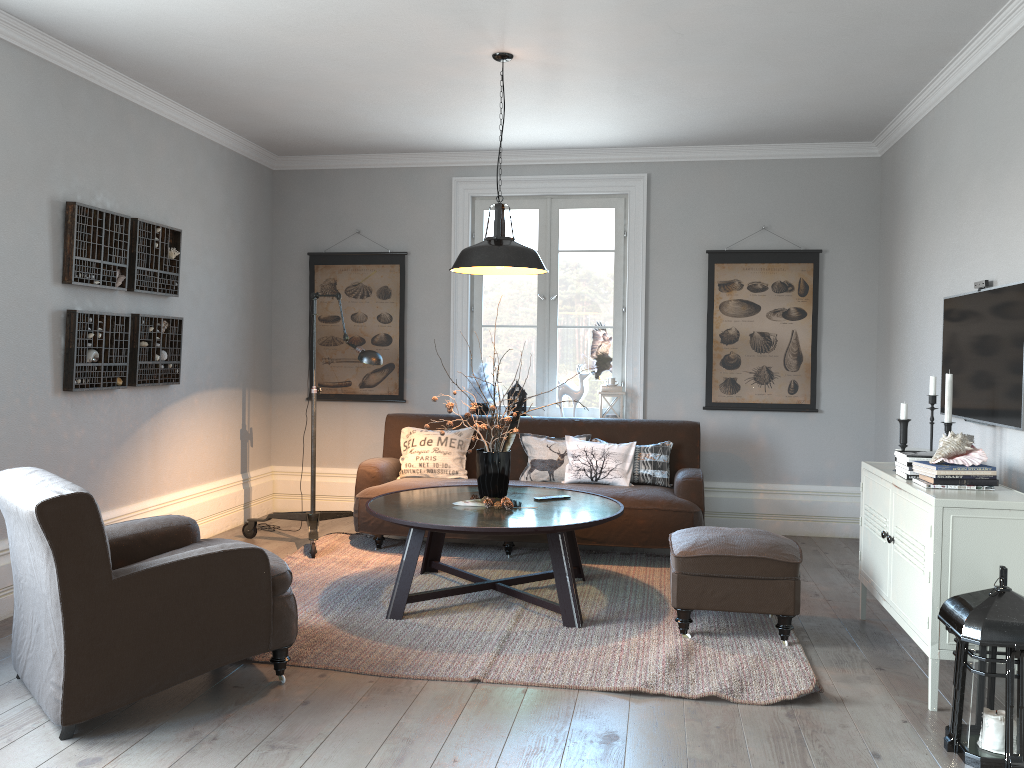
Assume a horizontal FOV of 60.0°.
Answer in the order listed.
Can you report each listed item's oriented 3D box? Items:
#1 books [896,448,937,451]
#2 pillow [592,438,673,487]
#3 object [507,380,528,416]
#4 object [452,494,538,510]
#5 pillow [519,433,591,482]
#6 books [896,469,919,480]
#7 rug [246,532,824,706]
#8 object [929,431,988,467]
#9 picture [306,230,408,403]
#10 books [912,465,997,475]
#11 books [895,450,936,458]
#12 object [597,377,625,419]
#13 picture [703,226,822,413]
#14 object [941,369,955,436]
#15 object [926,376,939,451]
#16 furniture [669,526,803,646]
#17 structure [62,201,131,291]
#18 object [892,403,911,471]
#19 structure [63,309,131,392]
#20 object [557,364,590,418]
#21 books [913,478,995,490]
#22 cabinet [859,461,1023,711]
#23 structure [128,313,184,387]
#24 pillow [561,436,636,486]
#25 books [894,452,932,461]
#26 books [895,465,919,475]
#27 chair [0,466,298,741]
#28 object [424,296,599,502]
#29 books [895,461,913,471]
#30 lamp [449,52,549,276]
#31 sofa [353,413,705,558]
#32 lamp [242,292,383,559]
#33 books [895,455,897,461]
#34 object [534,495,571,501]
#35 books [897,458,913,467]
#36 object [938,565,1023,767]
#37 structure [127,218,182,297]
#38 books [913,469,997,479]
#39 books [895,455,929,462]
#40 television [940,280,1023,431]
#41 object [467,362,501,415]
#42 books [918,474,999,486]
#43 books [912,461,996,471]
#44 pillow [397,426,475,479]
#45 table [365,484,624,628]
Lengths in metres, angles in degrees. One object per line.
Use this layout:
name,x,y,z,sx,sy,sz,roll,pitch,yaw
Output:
books,1.906,0.318,4.089,0.161,0.024,0.199,-1,2,-36
pillow,0.767,0.504,5.709,0.542,0.288,0.183,1,2,11
object,0.036,0.115,6.518,0.155,0.284,0.155,1,2,-1
object,-0.085,0.582,4.408,0.404,0.067,0.153,2,2,27
pillow,0.274,0.492,5.754,0.472,0.347,0.159,1,2,7
books,1.763,0.380,3.691,0.271,0.022,0.200,1,2,11
rug,-0.057,1.049,4.543,2.819,0.090,2.400,1,2,10
object,1.726,0.249,3.462,0.194,0.127,0.192,1,2,3
picture,-1.182,-0.521,6.756,0.793,1.313,0.057,1,1,9
books,1.718,0.334,3.453,0.235,0.017,0.184,1,2,-3
books,1.758,0.295,3.694,0.263,0.008,0.212,1,2,11
object,0.712,0.110,6.383,0.193,0.322,0.193,1,2,3
picture,1.764,-0.464,6.263,0.793,1.313,0.057,1,1,9
object,1.899,0.163,3.860,0.066,0.457,0.066,0,2,-23
object,1.805,0.175,3.812,0.092,0.431,0.092,0,2,-31
furniture,1.011,0.900,4.066,0.583,0.439,0.574,1,2,10
structure,-2.201,-0.718,4.694,0.099,0.416,0.468,1,2,9
object,1.726,0.232,3.911,0.083,0.311,0.083,0,2,-13
structure,-2.194,-0.176,4.712,0.086,0.416,0.468,1,2,9
object,0.440,0.062,6.369,0.239,0.410,0.128,1,2,6
books,1.721,0.391,3.468,0.243,0.014,0.196,1,2,9
cabinet,1.753,0.769,3.671,0.408,0.757,1.152,1,2,10
structure,-2.103,-0.199,5.254,0.086,0.416,0.468,1,2,9
pillow,0.550,0.491,5.631,0.471,0.309,0.188,1,2,10
books,1.754,0.304,3.687,0.260,0.010,0.196,1,2,8
books,1.754,0.361,3.685,0.253,0.016,0.200,1,2,7
chair,-1.346,0.718,3.331,0.970,0.795,0.807,-1,2,-39
object,0.015,0.079,4.406,0.853,1.066,0.525,0,2,-20
books,1.764,0.345,3.692,0.271,0.016,0.222,1,2,9
lamp,-0.058,-1.105,4.456,0.504,1.075,0.504,0,2,-33
sofa,0.123,0.647,5.714,2.165,0.824,0.969,1,2,9
lamp,-1.336,0.217,5.984,0.797,1.644,1.864,-1,2,-43
books,1.906,0.355,4.064,0.218,0.049,0.276,1,2,9
object,0.213,0.600,4.677,0.207,0.011,0.051,0,2,-30
books,1.754,0.327,3.690,0.251,0.019,0.200,1,2,11
object,1.545,0.872,2.802,0.323,0.599,0.323,1,2,9
structure,-2.089,-0.735,5.219,0.105,0.416,0.468,1,2,9
books,1.722,0.350,3.459,0.235,0.014,0.184,1,2,-1
books,1.759,0.313,3.686,0.265,0.010,0.196,1,2,9
television,2.164,-0.145,4.084,0.041,0.657,1.063,1,2,9
object,-0.232,0.039,6.554,0.247,0.423,0.263,-1,2,-45
books,1.736,0.371,3.458,0.238,0.027,0.175,1,2,6
books,1.719,0.319,3.458,0.235,0.014,0.184,1,2,-3
pillow,-0.515,0.463,5.926,0.519,0.368,0.240,1,2,10
table,-0.089,0.855,4.507,1.300,0.503,1.300,1,2,2
